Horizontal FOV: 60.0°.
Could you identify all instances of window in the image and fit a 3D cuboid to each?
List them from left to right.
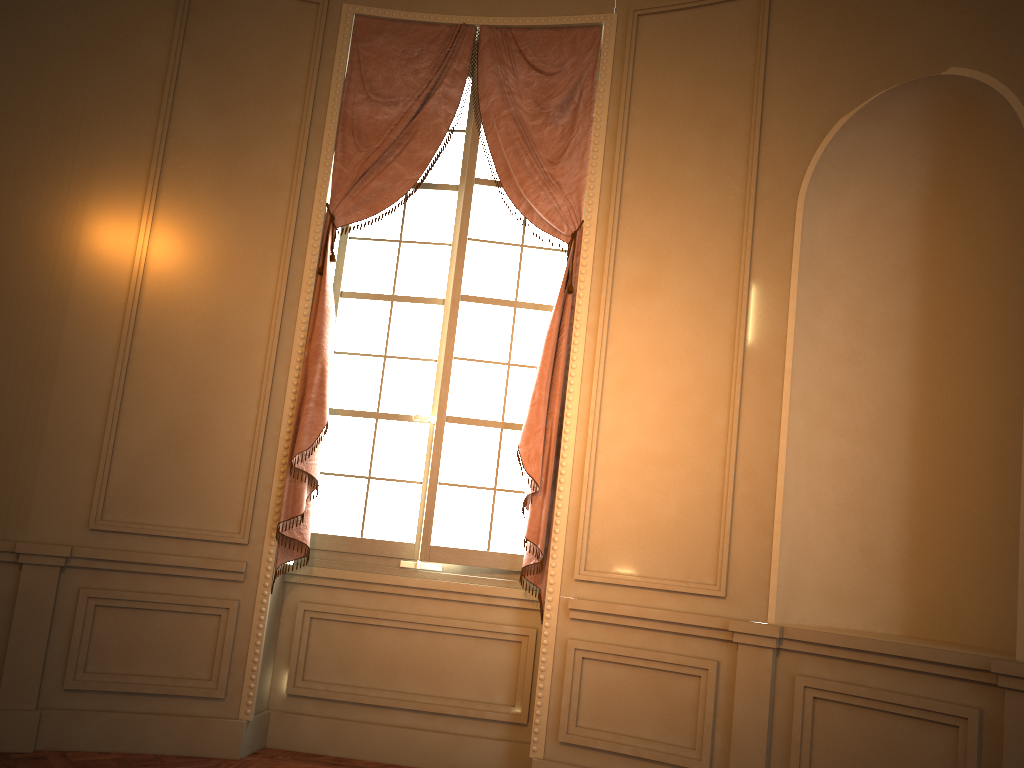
[{"bbox_3d":[-0.305,-0.437,4.535,1.301,2.824,0.154,5,-8,6],"label":"window"}]

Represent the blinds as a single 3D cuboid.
[{"bbox_3d":[-0.335,-0.415,4.300,1.325,2.963,0.288,5,-8,6],"label":"blinds"}]
